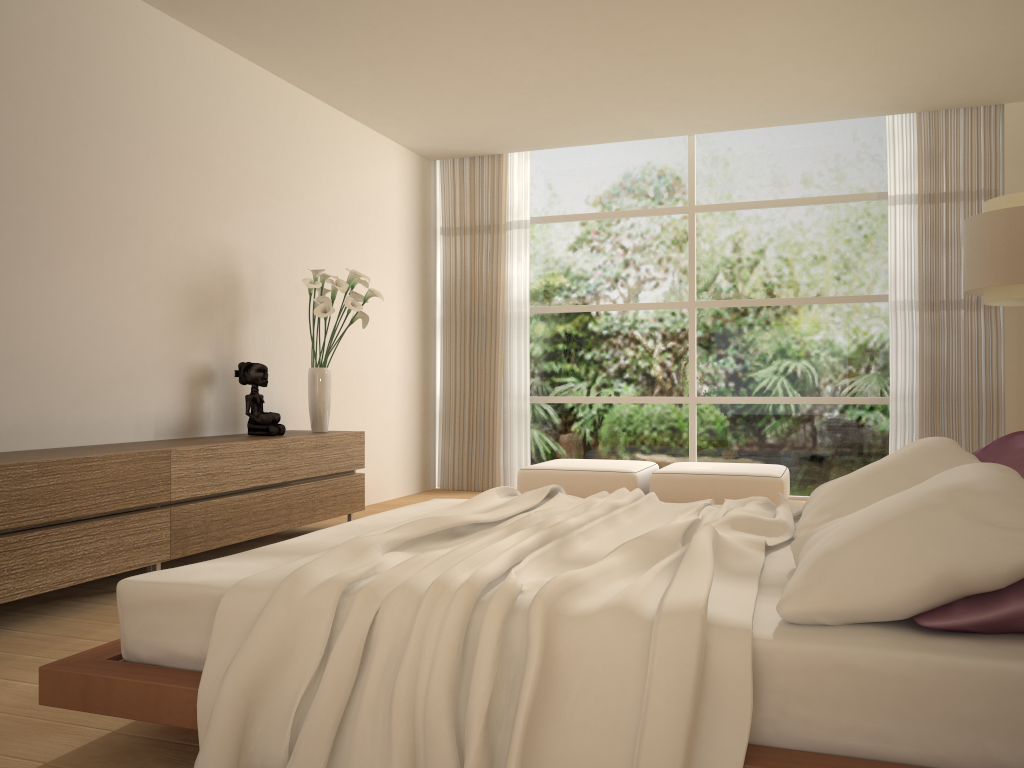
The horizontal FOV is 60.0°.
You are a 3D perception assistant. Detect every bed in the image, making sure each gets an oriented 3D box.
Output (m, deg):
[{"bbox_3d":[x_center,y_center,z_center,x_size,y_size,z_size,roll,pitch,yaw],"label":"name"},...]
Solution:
[{"bbox_3d":[0.356,0.675,2.729,2.535,0.570,2.599,0,0,20],"label":"bed"}]

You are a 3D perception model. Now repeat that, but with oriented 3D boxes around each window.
[{"bbox_3d":[1.594,-0.700,7.844,4.781,3.371,0.071,0,0,20],"label":"window"}]

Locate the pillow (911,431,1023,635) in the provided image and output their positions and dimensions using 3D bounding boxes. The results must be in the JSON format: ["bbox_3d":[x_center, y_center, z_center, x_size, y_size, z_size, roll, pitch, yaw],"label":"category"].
[{"bbox_3d":[1.340,0.332,2.422,0.575,0.369,1.683,0,0,20],"label":"pillow"}]

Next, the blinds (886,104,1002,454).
[{"bbox_3d":[3.347,-0.700,6.875,0.814,3.351,0.202,0,0,19],"label":"blinds"}]

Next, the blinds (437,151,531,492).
[{"bbox_3d":[-0.282,-0.684,8.255,0.950,3.352,0.211,0,0,19],"label":"blinds"}]

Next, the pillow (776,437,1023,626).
[{"bbox_3d":[1.084,0.347,2.508,0.561,0.339,1.720,0,0,20],"label":"pillow"}]

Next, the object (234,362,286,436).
[{"bbox_3d":[-1.531,0.089,5.421,0.282,0.453,0.181,0,0,20],"label":"object"}]

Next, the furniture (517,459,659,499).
[{"bbox_3d":[0.637,0.809,7.155,0.965,0.346,0.964,0,0,20],"label":"furniture"}]

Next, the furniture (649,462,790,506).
[{"bbox_3d":[1.610,0.805,6.800,0.965,0.346,0.964,0,0,20],"label":"furniture"}]

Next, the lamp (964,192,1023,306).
[{"bbox_3d":[3.009,-0.042,5.045,0.817,2.018,0.817,0,0,-27],"label":"lamp"}]

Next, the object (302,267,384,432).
[{"bbox_3d":[-1.133,-0.228,5.803,0.515,1.085,0.608,0,0,-22],"label":"object"}]

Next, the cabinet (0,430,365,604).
[{"bbox_3d":[-1.902,0.642,4.327,0.588,0.662,3.713,0,0,20],"label":"cabinet"}]
